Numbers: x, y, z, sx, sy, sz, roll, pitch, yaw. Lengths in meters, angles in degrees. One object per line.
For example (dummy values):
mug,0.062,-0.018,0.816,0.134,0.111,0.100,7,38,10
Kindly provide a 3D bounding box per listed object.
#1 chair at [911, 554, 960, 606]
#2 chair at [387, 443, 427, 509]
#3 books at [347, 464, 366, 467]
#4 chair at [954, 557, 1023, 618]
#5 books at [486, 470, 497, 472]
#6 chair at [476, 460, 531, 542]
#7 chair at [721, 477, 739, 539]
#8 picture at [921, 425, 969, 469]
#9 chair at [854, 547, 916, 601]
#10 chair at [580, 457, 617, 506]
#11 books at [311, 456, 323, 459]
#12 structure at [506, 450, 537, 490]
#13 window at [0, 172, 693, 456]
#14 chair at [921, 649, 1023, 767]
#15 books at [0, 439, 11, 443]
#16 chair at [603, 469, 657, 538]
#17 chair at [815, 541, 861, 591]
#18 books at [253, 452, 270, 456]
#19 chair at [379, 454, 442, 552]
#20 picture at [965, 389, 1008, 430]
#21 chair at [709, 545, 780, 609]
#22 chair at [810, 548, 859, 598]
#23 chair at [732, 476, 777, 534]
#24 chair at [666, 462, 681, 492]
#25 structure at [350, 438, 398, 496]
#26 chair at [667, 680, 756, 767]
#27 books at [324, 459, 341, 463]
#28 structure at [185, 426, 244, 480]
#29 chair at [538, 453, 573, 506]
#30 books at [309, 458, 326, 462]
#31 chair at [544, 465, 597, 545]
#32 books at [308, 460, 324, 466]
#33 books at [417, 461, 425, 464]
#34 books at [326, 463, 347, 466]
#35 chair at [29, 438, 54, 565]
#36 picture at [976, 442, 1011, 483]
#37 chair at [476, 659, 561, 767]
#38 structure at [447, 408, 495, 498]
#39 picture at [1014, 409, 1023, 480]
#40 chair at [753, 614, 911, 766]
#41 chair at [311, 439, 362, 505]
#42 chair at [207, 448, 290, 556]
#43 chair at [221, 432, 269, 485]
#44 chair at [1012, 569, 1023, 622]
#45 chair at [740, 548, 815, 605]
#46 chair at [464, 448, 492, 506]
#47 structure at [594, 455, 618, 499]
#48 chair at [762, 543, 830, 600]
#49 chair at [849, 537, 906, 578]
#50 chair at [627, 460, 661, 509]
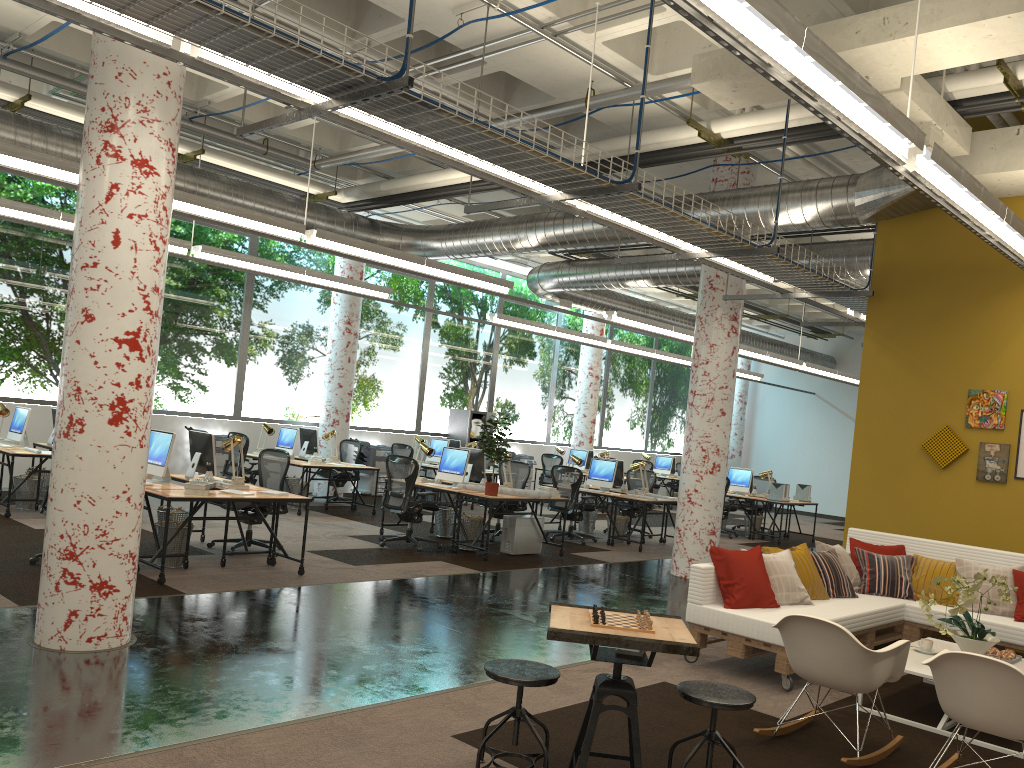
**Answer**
chair,3.615,1.684,7.522,0.520,0.381,0.367,4,-2,40
chair,-1.826,1.588,15.471,0.769,1.086,0.794,5,-1,27
books,-2.383,1.247,13.579,0.200,0.024,0.236,5,-3,17
chair,3.906,1.669,7.234,0.525,0.428,0.312,5,-1,22
books,-0.400,1.544,15.693,0.200,0.024,0.236,5,-3,17
chair,-0.122,1.577,12.058,0.769,1.086,0.794,5,-1,27
chair,3.650,2.149,15.766,0.769,1.086,0.794,5,-1,27
picture,4.133,0.600,8.455,0.423,0.424,0.048,5,0,43
chair,3.230,1.651,7.643,0.516,0.392,0.358,5,-1,12
chair,2.001,2.174,19.821,0.769,1.086,0.794,5,-1,27
books,-2.876,1.080,13.036,0.153,0.030,0.185,7,-3,-19
structure,0.111,1.994,19.710,0.502,1.058,1.061,6,-1,43
window,-2.432,-0.942,17.210,0.050,3.763,26.280,6,-2,43
chair,2.354,1.654,4.322,0.613,0.754,0.796,5,-1,43
books,-6.498,0.717,11.220,0.308,0.038,0.226,3,-4,44
chair,1.967,1.916,14.385,0.769,1.086,0.794,5,-1,27
chair,2.835,1.587,7.666,0.547,0.438,0.334,7,-1,-41
books,-3.914,1.104,13.975,0.308,0.038,0.226,3,-4,44
chair,-1.227,1.399,10.609,0.769,1.086,0.794,5,-1,27
picture,4.413,0.234,8.238,0.330,0.356,0.027,5,0,43
chair,1.681,1.408,6.443,0.535,0.444,0.301,7,-1,-30
chair,2.601,1.578,7.318,0.524,0.408,0.340,7,-1,-31
chair,4.755,2.327,17.214,0.769,1.086,0.794,5,-1,27
chair,4.219,2.506,22.186,0.769,1.086,0.794,5,-1,27
structure,-2.611,1.586,16.809,0.502,1.058,1.061,6,-1,43
chair,0.884,1.614,3.939,0.346,0.497,0.338,6,-1,3
books,-2.857,1.204,13.865,0.308,0.038,0.226,3,-4,44
structure,-4.820,1.255,14.449,0.502,1.058,1.061,6,-1,43
chair,0.896,1.996,18.373,0.769,1.086,0.794,5,-1,27
books,-2.864,1.113,13.039,0.193,0.044,0.257,6,-3,1
chair,0.862,1.738,12.936,0.769,1.086,0.794,5,-1,27
books,-2.886,1.157,13.019,0.200,0.050,0.271,7,-3,-19
books,-1.781,1.423,16.249,0.308,0.038,0.226,3,-4,44
books,-2.650,1.213,13.357,0.243,0.019,0.206,5,-3,21
chair,-3.797,1.034,7.831,0.769,1.086,0.794,5,-1,27
picture,4.439,0.723,8.170,0.251,0.356,0.027,5,0,43
chair,0.022,1.530,3.989,0.346,0.497,0.338,6,-1,3
structure,-0.904,1.462,18.583,0.636,1.811,0.752,6,0,43
picture,4.851,0.559,7.805,0.704,0.632,0.018,4,-1,43
chair,1.778,1.622,4.866,0.613,0.754,0.796,5,-1,43
chair,-2.854,1.447,14.645,0.769,1.086,0.794,5,-1,27
chair,-2.692,1.212,9.279,0.769,1.086,0.794,5,-1,27
chair,-3.959,1.269,13.197,0.769,1.086,0.794,5,-1,27
chair,4.224,1.707,6.952,0.518,0.395,0.335,5,-1,21
chair,2.019,1.478,6.740,0.526,0.401,0.331,7,-1,-28
chair,-0.721,1.767,16.920,0.769,1.086,0.794,5,-1,27
structure,2.329,2.326,22.075,0.502,1.058,1.061,6,-1,43
chair,2.259,1.497,7.038,0.548,0.438,0.315,7,-1,-34
chair,3.283,1.631,7.935,0.533,0.437,0.287,5,-1,16
chair,3.114,2.328,20.737,0.769,1.086,0.794,5,-1,27
